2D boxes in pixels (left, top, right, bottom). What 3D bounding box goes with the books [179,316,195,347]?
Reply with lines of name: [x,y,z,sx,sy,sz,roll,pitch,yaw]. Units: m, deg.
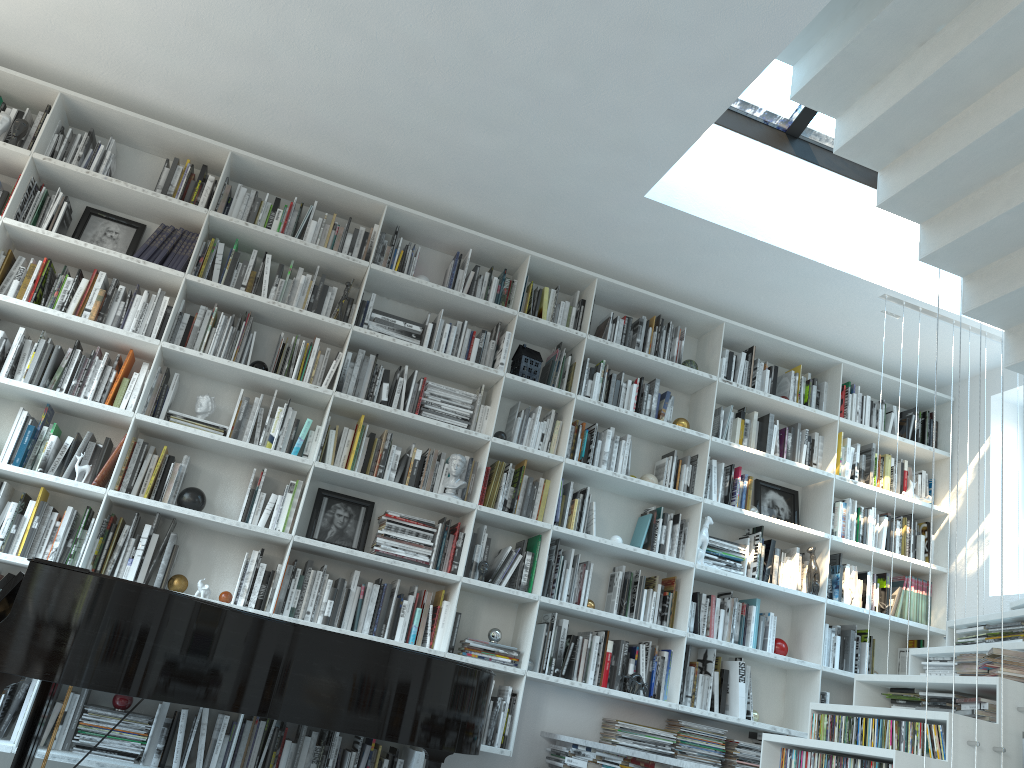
books: [-1.645,-0.220,4.472,0.024,0.218,0.140,17,-21,-14]

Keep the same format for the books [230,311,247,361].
books: [-1.408,-0.202,4.536,0.004,0.319,0.153,17,-21,-14]

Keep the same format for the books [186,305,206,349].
books: [-1.599,-0.243,4.473,0.026,0.278,0.151,17,-21,-14]

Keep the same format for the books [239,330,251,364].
books: [-1.377,-0.146,4.546,0.009,0.236,0.135,17,-21,-14]

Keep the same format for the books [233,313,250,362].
books: [-1.397,-0.194,4.544,0.005,0.315,0.157,17,-21,-14]

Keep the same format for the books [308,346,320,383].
books: [-1.046,-0.061,4.617,0.010,0.256,0.140,17,-21,-14]

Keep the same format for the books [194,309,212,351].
books: [-1.566,-0.226,4.476,0.024,0.261,0.178,17,-21,-14]

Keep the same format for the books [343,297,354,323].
books: [-0.899,-0.345,4.773,0.028,0.211,0.135,17,-21,-14]

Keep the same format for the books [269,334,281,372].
books: [-1.236,-0.115,4.576,0.005,0.253,0.161,17,-21,-14]

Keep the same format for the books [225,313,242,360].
books: [-1.424,-0.197,4.515,0.011,0.290,0.177,17,-21,-14]

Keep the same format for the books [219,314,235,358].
books: [-1.457,-0.200,4.506,0.011,0.278,0.169,17,-21,-14]

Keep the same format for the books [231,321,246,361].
books: [-1.405,-0.175,4.521,0.010,0.261,0.158,17,-21,-14]

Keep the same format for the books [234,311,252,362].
books: [-1.390,-0.200,4.545,0.005,0.329,0.162,17,-21,-14]

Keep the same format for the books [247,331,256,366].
books: [-1.341,-0.138,4.539,0.031,0.231,0.148,17,-21,-14]

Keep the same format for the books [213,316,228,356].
books: [-1.490,-0.198,4.506,0.010,0.260,0.170,17,-21,-14]

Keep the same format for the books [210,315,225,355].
books: [-1.493,-0.203,4.480,0.012,0.250,0.184,17,-21,-14]

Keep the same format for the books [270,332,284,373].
books: [-1.228,-0.121,4.589,0.012,0.274,0.129,17,-21,-14]

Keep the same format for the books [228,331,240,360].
books: [-1.429,-0.153,4.528,0.012,0.216,0.133,17,-21,-14]

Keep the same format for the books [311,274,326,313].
books: [-1.050,-0.431,4.741,0.022,0.289,0.147,17,-21,-14]

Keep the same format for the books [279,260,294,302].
books: [-1.205,-0.493,4.687,0.012,0.306,0.145,17,-21,-14]

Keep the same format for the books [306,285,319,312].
books: [-1.078,-0.403,4.720,0.024,0.212,0.150,17,-21,-14]

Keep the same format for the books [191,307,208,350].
books: [-1.581,-0.237,4.473,0.012,0.275,0.157,17,-21,-14]

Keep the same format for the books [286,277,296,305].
books: [-1.182,-0.438,4.678,0.010,0.207,0.174,17,-21,-14]

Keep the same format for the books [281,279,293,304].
books: [-1.206,-0.437,4.699,0.024,0.211,0.128,17,-21,-14]

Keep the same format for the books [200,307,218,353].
books: [-1.536,-0.230,4.479,0.010,0.282,0.184,17,-21,-14]

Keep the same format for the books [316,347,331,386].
books: [-0.997,-0.048,4.625,0.022,0.256,0.155,17,-21,-14]

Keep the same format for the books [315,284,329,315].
books: [-1.027,-0.396,4.716,0.030,0.217,0.183,17,-21,-14]

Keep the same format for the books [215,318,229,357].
books: [-1.480,-0.193,4.507,0.011,0.255,0.152,17,-21,-14]

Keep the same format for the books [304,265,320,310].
books: [-1.078,-0.460,4.714,0.011,0.312,0.184,17,-21,-14]

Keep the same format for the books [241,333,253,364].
books: [-1.368,-0.136,4.539,0.012,0.217,0.151,17,-21,-14]

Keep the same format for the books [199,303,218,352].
books: [-1.549,-0.242,4.502,0.011,0.316,0.155,17,-21,-14]

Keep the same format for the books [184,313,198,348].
books: [-1.622,-0.228,4.468,0.012,0.239,0.134,17,-21,-14]

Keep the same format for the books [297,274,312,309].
books: [-1.118,-0.441,4.710,0.028,0.260,0.136,17,-21,-14]

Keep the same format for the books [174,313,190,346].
books: [-1.670,-0.230,4.468,0.029,0.224,0.137,17,-21,-14]

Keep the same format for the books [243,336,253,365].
books: [-1.360,-0.130,4.538,0.004,0.208,0.132,17,-21,-14]

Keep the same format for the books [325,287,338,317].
books: [-0.986,-0.385,4.749,0.025,0.236,0.153,17,-21,-14]

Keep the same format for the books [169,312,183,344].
books: [-1.684,-0.235,4.437,0.015,0.207,0.186,17,-21,-14]

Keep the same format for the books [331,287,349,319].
books: [-0.940,-0.392,4.745,0.055,0.263,0.167,17,-21,-14]

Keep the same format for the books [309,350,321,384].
books: [-1.040,-0.044,4.619,0.011,0.228,0.166,17,-21,-14]

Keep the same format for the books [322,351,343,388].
books: [-0.952,-0.032,4.612,0.064,0.236,0.209,17,-21,-14]

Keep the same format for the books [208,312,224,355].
books: [-1.501,-0.212,4.478,0.009,0.262,0.190,17,-21,-14]

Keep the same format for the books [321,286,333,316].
books: [-1.004,-0.390,4.727,0.022,0.222,0.161,17,-21,-14]

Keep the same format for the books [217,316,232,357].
books: [-1.465,-0.197,4.496,0.009,0.260,0.181,17,-21,-14]

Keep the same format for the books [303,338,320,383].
books: [-1.056,-0.080,4.612,0.022,0.283,0.190,17,-21,-14]

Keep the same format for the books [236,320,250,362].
books: [-1.384,-0.177,4.536,0.004,0.283,0.167,17,-21,-14]

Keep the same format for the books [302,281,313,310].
books: [-1.101,-0.422,4.706,0.013,0.230,0.142,17,-21,-14]

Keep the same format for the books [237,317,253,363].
books: [-1.371,-0.181,4.522,0.011,0.286,0.189,17,-21,-14]

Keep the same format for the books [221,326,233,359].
books: [-1.451,-0.167,4.491,0.011,0.208,0.181,17,-21,-14]

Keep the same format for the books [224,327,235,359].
books: [-1.447,-0.165,4.519,0.011,0.225,0.130,17,-21,-14]

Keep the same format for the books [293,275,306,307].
books: [-1.138,-0.437,4.681,0.021,0.225,0.192,17,-21,-14]

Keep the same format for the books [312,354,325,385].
books: [-1.025,-0.033,4.621,0.024,0.215,0.142,17,-21,-14]

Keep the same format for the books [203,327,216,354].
books: [-1.533,-0.175,4.482,0.029,0.186,0.149,17,-21,-14]

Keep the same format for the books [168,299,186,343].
books: [-1.694,-0.270,4.462,0.012,0.284,0.160,17,-21,-14]

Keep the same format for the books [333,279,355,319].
books: [-0.922,-0.405,4.755,0.058,0.301,0.175,17,-21,-14]

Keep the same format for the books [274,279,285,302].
books: [-1.236,-0.440,4.661,0.028,0.179,0.168,17,-21,-14]

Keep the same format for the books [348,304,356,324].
books: [-0.881,-0.328,4.781,0.019,0.193,0.098,17,-21,-14]

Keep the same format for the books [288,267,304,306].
books: [-1.162,-0.465,4.707,0.026,0.285,0.138,17,-21,-14]

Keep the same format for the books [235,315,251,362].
books: [-1.387,-0.187,4.541,0.005,0.304,0.163,17,-21,-14]
